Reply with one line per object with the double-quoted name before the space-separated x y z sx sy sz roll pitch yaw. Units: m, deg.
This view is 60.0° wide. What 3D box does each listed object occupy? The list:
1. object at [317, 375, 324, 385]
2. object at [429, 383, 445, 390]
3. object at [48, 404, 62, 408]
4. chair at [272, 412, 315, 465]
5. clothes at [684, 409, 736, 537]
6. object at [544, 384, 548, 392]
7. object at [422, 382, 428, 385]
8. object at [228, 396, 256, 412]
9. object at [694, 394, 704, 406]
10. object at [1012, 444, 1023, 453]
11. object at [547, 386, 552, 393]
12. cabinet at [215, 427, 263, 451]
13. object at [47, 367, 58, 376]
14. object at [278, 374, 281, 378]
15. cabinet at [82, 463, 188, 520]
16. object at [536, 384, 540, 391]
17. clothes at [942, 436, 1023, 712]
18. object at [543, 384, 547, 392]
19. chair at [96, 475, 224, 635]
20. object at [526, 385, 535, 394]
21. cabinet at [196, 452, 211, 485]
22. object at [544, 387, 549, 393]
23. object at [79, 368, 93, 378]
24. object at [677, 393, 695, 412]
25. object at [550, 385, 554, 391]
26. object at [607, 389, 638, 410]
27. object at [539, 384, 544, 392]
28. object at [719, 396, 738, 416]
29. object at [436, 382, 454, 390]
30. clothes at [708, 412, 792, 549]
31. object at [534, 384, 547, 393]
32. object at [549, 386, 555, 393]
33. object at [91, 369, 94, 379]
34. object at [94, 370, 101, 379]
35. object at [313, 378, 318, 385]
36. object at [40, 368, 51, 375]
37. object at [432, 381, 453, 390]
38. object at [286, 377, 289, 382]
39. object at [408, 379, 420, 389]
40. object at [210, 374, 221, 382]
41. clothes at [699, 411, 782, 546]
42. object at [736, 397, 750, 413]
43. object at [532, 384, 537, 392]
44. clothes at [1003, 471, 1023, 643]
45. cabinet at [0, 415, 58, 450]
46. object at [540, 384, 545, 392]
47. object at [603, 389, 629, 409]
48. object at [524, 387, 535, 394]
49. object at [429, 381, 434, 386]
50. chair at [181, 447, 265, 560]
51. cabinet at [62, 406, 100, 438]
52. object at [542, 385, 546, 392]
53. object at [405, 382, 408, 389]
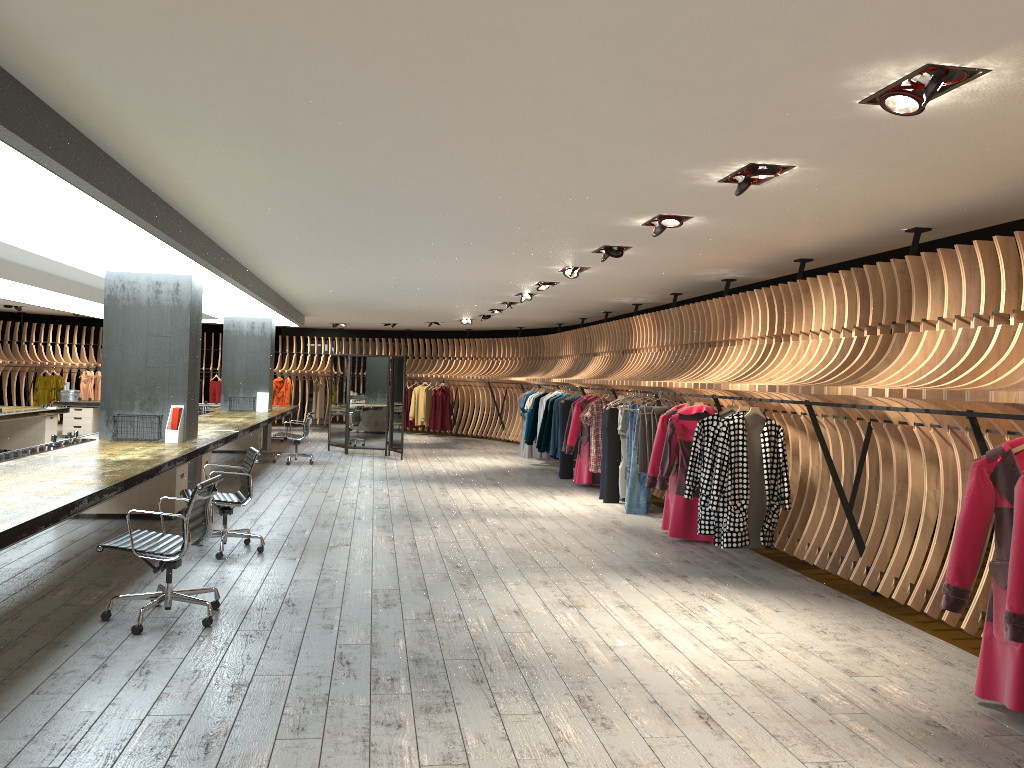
"object" -5.142 -0.096 23.946 0.012 0.270 0.525 2 0 11
"object" -1.863 0.022 22.402 0.525 0.270 0.012 2 0 -34
"object" -8.072 0.390 15.560 0.302 0.074 0.217 2 0 -14
"chair" -3.638 0.892 14.792 0.667 0.859 0.693 2 0 -13
"clothes" 1.939 0.806 7.952 0.773 1.161 0.191 2 -1 12
"object" 0.651 0.140 16.442 0.525 0.270 0.012 2 -1 -24
"object" -2.219 0.004 22.695 0.525 0.270 0.012 2 -1 -9
"object" -5.053 0.380 16.613 0.459 0.290 0.329 2 0 -6
"object" 1.834 0.233 8.699 0.525 0.270 0.012 2 -1 21
"object" 2.558 0.283 4.264 0.525 0.270 0.012 2 -1 21
"object" 0.711 0.149 16.090 0.525 0.270 0.012 2 -1 -9
"cabinet" -5.227 0.943 16.387 1.131 0.630 0.593 2 0 -9
"object" -11.221 -0.285 21.690 0.525 0.270 0.012 2 -1 21
"object" -6.295 -0.137 24.015 0.012 0.270 0.525 2 0 21
"cabinet" -3.974 1.032 9.084 1.131 0.630 0.593 2 0 -9
"object" 0.534 0.133 17.287 0.525 0.270 0.012 2 -1 -24
"clothes" 2.520 0.906 4.240 0.840 1.312 0.321 2 -1 20
"object" 0.648 0.150 16.557 0.524 0.285 0.013 2 -1 -14
"chair" -2.134 1.002 5.411 0.667 0.859 0.693 2 0 -13
"object" 0.460 0.128 17.590 0.525 0.270 0.012 2 -1 -19
"cabinet" -4.181 1.016 10.421 1.131 0.630 0.593 2 0 -9
"object" 0.662 0.152 16.269 0.524 0.284 0.014 2 -1 1
"object" -10.683 -0.274 22.253 0.525 0.270 0.012 2 -1 26
"object" 1.820 0.231 9.023 0.525 0.270 0.012 2 -1 11
"object" 0.736 0.151 16.010 0.525 0.270 0.012 2 -1 -9
"object" 1.462 0.202 11.270 0.525 0.270 0.012 2 -1 -9
"object" 0.579 0.137 16.984 0.525 0.270 0.012 2 -1 16
"object" 1.979 0.242 7.975 0.525 0.270 0.012 2 -1 11
"object" -1.670 0.030 22.225 0.525 0.270 0.012 2 0 -34
"clothes" 2.018 0.812 7.442 0.772 1.161 0.191 2 -1 -18
"object" 0.561 0.144 16.845 0.523 0.289 0.015 2 -1 1
"object" 0.741 0.152 15.882 0.525 0.270 0.012 2 -1 -4
"object" -10.596 -0.272 22.335 0.012 0.270 0.525 2 0 -39
"object" -10.463 -0.268 22.430 0.012 0.270 0.525 2 0 -44
"object" -5.273 -0.100 23.944 0.012 0.270 0.525 2 0 6
"object" -11.331 -0.288 21.544 0.525 0.270 0.012 2 -1 21
"object" -1.739 0.027 22.299 0.525 0.270 0.012 2 -1 -9
"object" -6.067 -0.130 24.015 0.012 0.270 0.525 2 0 -29
"object" -2.462 -0.001 22.878 0.525 0.270 0.012 2 0 -44
"object" -7.928 -0.191 23.782 0.525 0.270 0.012 2 0 36
"clothes" 1.997 0.810 7.665 0.773 1.161 0.191 2 -1 -8
"object" 2.001 0.245 7.649 0.525 0.270 0.012 2 -1 -9
"object" 0.489 0.130 17.456 0.525 0.270 0.012 2 -1 6
"clothes" 2.633 0.916 3.975 0.840 1.317 0.318 2 -1 -1
"cabinet" -8.494 0.842 15.191 1.131 0.630 0.593 2 0 -9
"object" 0.605 0.140 16.744 0.525 0.270 0.012 2 -1 -4
"object" 1.421 0.199 11.479 0.525 0.270 0.012 2 0 31
"object" 0.446 0.127 17.734 0.525 0.270 0.012 2 -1 6
"object" -2.051 0.011 22.549 0.012 0.270 0.525 2 0 31
"chair" -2.459 0.978 7.463 0.667 0.859 0.693 2 0 -33
"cabinet" -9.057 0.800 18.849 0.593 0.630 1.131 2 0 -9
"object" 0.641 0.147 16.662 0.523 0.291 0.013 2 -1 -14
"object" -2.726 -0.011 23.038 0.012 0.270 0.525 2 0 -14
